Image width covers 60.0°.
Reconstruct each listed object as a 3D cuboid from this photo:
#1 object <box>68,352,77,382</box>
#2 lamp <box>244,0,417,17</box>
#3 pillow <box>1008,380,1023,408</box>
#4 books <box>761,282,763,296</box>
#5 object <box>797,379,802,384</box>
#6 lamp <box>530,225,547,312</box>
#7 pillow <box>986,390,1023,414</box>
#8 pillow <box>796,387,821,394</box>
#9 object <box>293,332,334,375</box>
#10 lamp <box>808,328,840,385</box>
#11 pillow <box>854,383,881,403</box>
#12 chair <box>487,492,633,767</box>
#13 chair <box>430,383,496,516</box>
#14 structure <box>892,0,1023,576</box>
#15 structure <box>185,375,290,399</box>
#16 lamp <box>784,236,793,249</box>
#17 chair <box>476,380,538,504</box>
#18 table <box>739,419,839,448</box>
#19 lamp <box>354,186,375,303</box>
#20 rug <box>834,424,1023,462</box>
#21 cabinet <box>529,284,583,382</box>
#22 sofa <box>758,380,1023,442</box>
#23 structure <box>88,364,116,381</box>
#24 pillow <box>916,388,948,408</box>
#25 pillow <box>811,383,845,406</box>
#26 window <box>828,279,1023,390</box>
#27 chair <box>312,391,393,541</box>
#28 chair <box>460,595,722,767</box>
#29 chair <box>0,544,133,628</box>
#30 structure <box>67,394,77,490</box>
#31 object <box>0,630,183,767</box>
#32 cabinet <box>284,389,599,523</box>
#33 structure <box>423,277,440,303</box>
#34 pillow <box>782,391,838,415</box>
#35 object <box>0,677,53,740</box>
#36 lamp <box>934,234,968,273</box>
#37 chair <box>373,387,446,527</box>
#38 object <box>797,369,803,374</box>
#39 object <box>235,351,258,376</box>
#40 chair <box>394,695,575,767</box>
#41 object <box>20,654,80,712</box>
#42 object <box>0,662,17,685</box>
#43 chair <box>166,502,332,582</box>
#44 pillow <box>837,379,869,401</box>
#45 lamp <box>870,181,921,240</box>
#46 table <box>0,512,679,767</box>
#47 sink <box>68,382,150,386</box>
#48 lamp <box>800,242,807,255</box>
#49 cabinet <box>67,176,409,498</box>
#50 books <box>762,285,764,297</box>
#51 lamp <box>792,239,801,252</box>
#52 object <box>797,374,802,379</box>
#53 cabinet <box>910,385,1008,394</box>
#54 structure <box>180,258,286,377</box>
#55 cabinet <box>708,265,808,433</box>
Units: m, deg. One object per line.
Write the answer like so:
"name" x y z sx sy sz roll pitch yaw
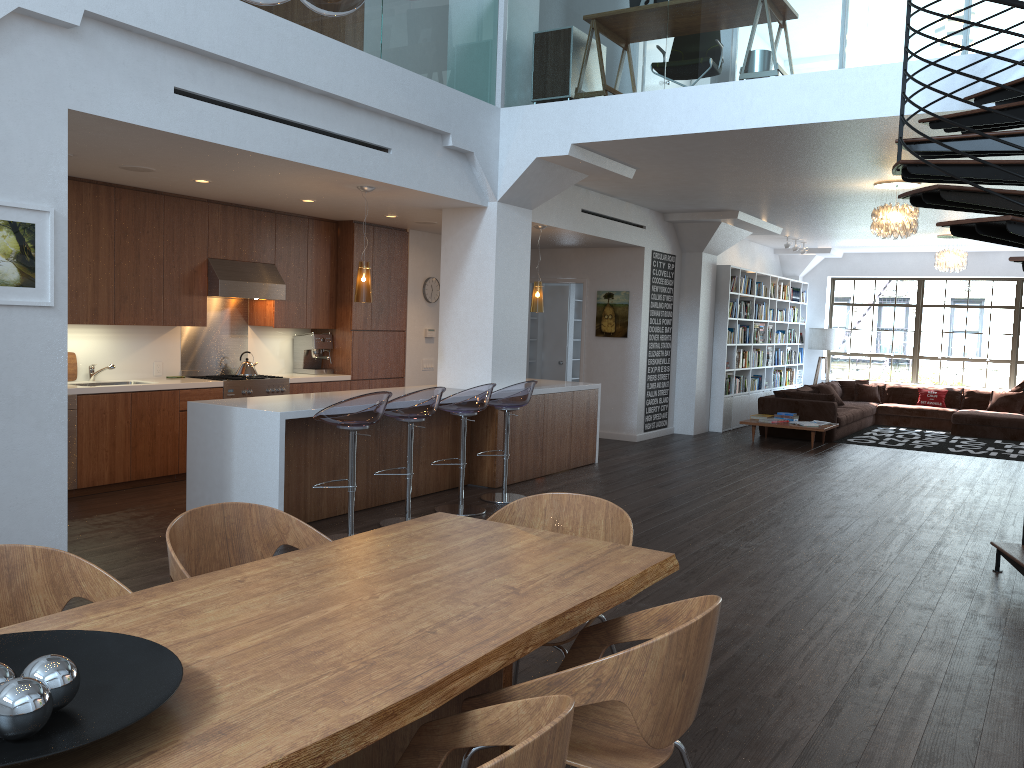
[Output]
"object" -3.757 -0.139 7.271 0.041 0.250 0.399 5 5 32
"lamp" -0.639 -1.884 1.643 0.849 2.140 1.787 4 5 31
"pillow" 8.120 0.199 14.130 0.651 0.587 0.335 3 4 11
"books" 3.928 -1.513 14.217 0.158 0.226 0.052 5 5 32
"object" 5.193 -0.053 16.508 0.331 0.088 0.410 5 5 32
"lamp" 0.279 -1.204 9.310 0.149 0.900 0.149 1 4 -13
"pillow" 7.855 0.274 14.105 0.248 0.362 0.542 -1 5 -37
"pillow" 4.332 0.234 12.799 0.269 0.411 0.559 1 4 -12
"object" -2.081 -0.329 9.499 0.439 0.455 0.284 5 5 32
"lamp" 5.772 -0.244 16.505 0.545 1.579 0.545 4 4 21
"pillow" 6.070 0.154 15.191 0.489 0.337 0.238 2 4 1
"chair" 0.116 0.852 3.198 0.629 0.833 0.618 4 4 27
"chair" -0.384 0.485 6.887 0.481 1.014 0.530 4 5 30
"structure" 3.044 -0.906 4.607 1.998 4.352 1.998 2 4 -7
"structure" -2.644 0.387 8.543 0.662 0.919 0.811 5 5 32
"lamp" 4.334 -2.228 13.952 0.120 0.211 0.111 0 4 -24
"chair" -0.050 0.459 7.421 0.481 1.014 0.530 5 5 34
"table" 3.733 0.655 11.953 1.100 0.271 0.853 5 5 32
"lamp" 0.128 -1.532 7.405 2.842 1.807 0.149 1 4 -19
"rug" 6.922 0.874 12.360 4.200 0.007 3.100 5 5 33
"cabinet" 0.618 -0.944 13.743 0.527 2.991 2.630 5 5 32
"sofa" 6.056 0.434 13.483 3.481 0.664 4.197 5 5 32
"structure" -3.465 -0.096 7.483 0.263 0.155 0.064 3 4 15
"pillow" 7.000 0.232 14.779 0.465 0.308 0.220 4 4 28
"pillow" 4.998 0.192 14.067 0.625 0.391 0.325 -1 5 -42
"window" 8.060 -0.899 15.762 4.648 1.905 0.114 5 5 32
"chair" -1.048 0.536 5.806 0.481 1.014 0.530 5 5 34
"chair" 0.206 0.920 2.250 0.617 0.830 0.629 5 5 32
"chair" -1.223 0.872 2.229 0.618 0.833 0.629 5 5 32
"structure" -3.533 0.460 6.620 0.041 0.736 0.594 5 5 32
"object" -0.889 0.563 1.546 0.592 0.066 0.592 1 4 -10
"cabinet" -0.657 0.510 7.859 0.898 0.796 4.493 5 5 32
"structure" -0.951 -1.113 10.510 0.040 0.300 0.300 5 5 32
"pillow" 4.222 0.289 12.556 0.750 0.364 0.289 4 5 31
"object" -0.823 0.542 1.483 0.100 0.100 0.100 1 4 -13
"lamp" 6.500 -1.920 13.119 0.442 0.539 0.441 1 4 -16
"chair" -0.736 0.509 6.357 0.481 1.014 0.530 4 5 30
"object" 5.193 -0.228 16.500 0.316 0.088 0.410 5 5 32
"object" -2.625 -0.207 8.786 0.222 0.235 0.222 3 4 7
"chair" -0.206 0.951 1.603 0.618 0.833 0.629 5 5 33
"object" -0.826 0.535 1.584 0.100 0.100 0.100 1 4 -13
"object" -0.923 0.539 1.557 0.100 0.100 0.100 1 4 -13
"chair" -0.794 0.842 2.880 0.618 0.833 0.629 4 5 30
"pillow" 5.960 0.119 15.372 0.580 0.418 0.334 2 4 5
"lamp" 3.817 -1.719 8.832 0.442 0.539 0.441 1 4 -16
"table" -0.905 0.970 1.569 1.012 0.750 3.803 5 5 32
"sink" -3.354 0.073 7.397 0.440 0.137 0.740 5 5 32
"lamp" 4.878 -2.268 14.819 0.120 0.211 0.111 2 4 6
"cabinet" -2.878 -0.433 8.116 0.598 2.499 5.299 5 5 32
"books" 3.981 -1.498 14.289 0.139 0.191 0.036 5 5 32
"lamp" 4.603 -2.248 14.380 0.120 0.211 0.111 1 4 -9
"object" 5.196 -0.141 16.502 0.331 0.088 0.410 5 5 32
"cabinet" 7.729 0.382 15.387 1.520 0.625 0.350 5 5 32
"structure" -2.665 -0.617 8.509 0.529 1.110 0.811 5 5 32
"cabinet" 4.083 -0.605 14.795 0.461 2.414 4.500 5 5 32
